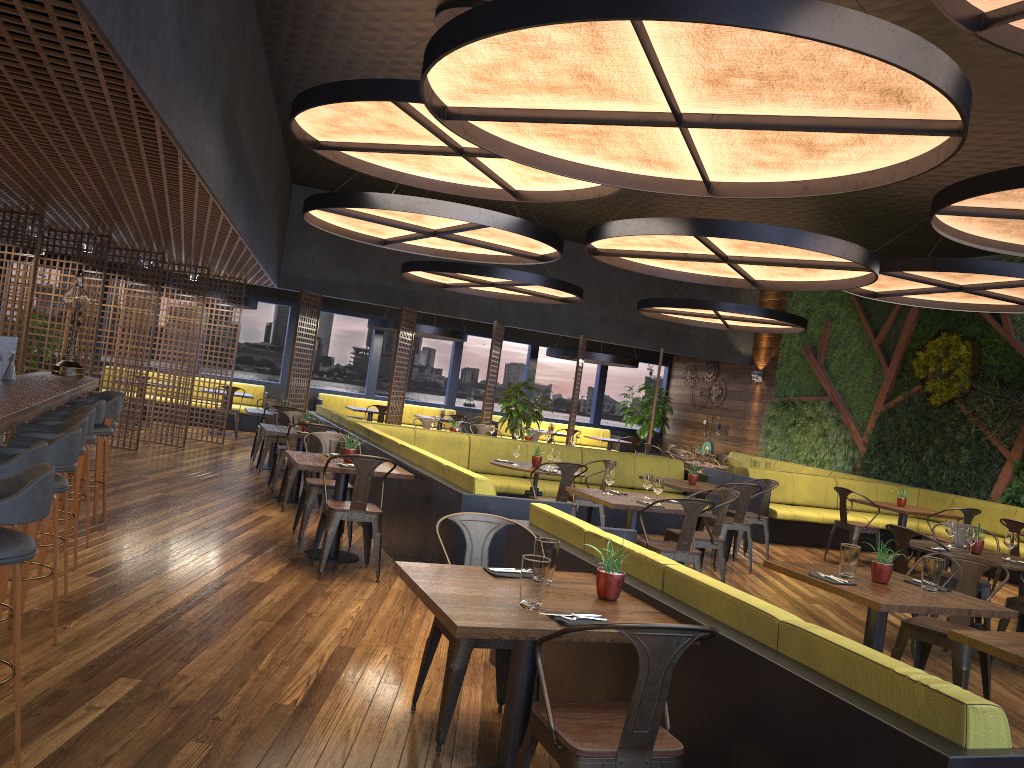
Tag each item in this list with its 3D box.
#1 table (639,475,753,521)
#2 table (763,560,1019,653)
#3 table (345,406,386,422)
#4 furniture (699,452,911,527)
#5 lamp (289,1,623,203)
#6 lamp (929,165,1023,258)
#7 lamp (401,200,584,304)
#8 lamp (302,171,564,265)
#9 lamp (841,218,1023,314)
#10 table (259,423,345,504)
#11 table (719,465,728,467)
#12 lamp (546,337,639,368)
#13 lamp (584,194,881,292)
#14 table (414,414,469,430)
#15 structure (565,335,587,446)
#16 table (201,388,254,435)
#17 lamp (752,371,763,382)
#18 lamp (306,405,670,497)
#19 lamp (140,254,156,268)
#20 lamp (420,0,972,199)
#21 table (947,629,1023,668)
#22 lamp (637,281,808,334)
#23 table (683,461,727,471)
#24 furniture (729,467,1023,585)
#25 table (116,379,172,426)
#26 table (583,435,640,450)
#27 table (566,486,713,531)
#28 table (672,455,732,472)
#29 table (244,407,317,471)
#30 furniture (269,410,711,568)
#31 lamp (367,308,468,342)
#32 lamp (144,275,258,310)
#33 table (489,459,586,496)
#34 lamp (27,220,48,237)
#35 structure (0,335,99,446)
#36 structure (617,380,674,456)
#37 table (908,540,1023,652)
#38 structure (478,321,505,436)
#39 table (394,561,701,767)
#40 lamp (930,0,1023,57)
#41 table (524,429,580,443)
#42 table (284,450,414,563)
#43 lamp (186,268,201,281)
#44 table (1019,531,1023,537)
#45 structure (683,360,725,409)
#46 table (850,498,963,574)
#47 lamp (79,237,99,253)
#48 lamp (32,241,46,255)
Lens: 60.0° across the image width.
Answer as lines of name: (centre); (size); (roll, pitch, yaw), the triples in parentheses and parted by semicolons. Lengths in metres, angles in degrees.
table: (1.958, 1.487, 9.770); (0.887, 0.763, 0.906); (8, 0, -20)
table: (1.941, 1.450, 4.750); (0.887, 0.763, 0.906); (8, 0, -20)
table: (-2.760, 0.884, 17.150); (0.887, 0.763, 0.906); (8, 0, -20)
furniture: (3.750, 1.696, 15.006); (3.378, 0.916, 4.755); (8, 0, -20)
lamp: (-0.340, -2.420, 7.316); (2.778, 1.159, 2.778); (8, 0, 30)
lamp: (4.716, -1.723, 6.626); (2.778, 1.159, 2.778); (8, -1, -43)
lamp: (-0.208, -2.180, 13.499); (2.778, 1.475, 2.778); (8, 0, -20)
lamp: (-0.740, -2.281, 9.523); (2.778, 1.475, 2.778); (8, 0, -16)
lamp: (5.288, -1.617, 10.311); (2.778, 1.159, 2.778); (8, 0, -30)
table: (-2.309, 0.894, 9.668); (0.887, 0.763, 0.906); (8, 0, -20)
table: (3.898, 1.789, 14.384); (0.887, 0.763, 0.906); (8, 0, -20)
lamp: (1.849, -1.551, 18.892); (1.979, 2.172, 1.979); (8, 0, -35)
lamp: (2.191, -1.880, 8.673); (2.778, 1.475, 2.778); (8, 0, 29)
table: (-1.460, 1.068, 17.640); (0.906, 0.763, 0.887); (8, 0, -20)
structure: (1.171, 0.449, 16.743); (0.050, 2.700, 0.852); (8, 0, 10)
table: (-5.267, 0.529, 16.213); (0.887, 0.763, 0.906); (8, 0, -20)
lamp: (4.982, -0.163, 18.128); (0.189, 0.215, 0.215); (8, 0, -20)
lamp: (-2.447, -0.096, 11.706); (9.057, 2.714, 3.017); (8, 0, -20)
lamp: (-5.264, -1.763, 12.774); (0.228, 0.172, 0.228); (8, 0, -20)
lamp: (0.991, -2.074, 4.751); (2.778, 1.475, 2.778); (8, 0, 34)
table: (2.388, 1.504, 3.535); (0.906, 0.763, 0.887); (8, 0, -20)
lamp: (3.567, -1.723, 14.821); (2.778, 1.362, 2.778); (8, 0, 34)
table: (3.032, 1.667, 14.061); (0.887, 0.763, 0.906); (8, 0, -20)
furniture: (5.344, 1.888, 10.657); (3.372, 0.914, 4.503); (8, 0, -20)
table: (-6.568, 0.345, 15.728); (0.887, 0.763, 0.906); (8, 0, -20)
table: (2.069, 1.567, 18.954); (0.887, 0.763, 0.906); (8, 0, -20)
table: (0.988, 1.336, 7.385); (0.906, 0.763, 0.887); (8, 0, -20)
table: (3.267, 1.713, 15.950); (0.887, 0.763, 0.906); (8, 0, -20)
table: (-3.244, 0.782, 12.199); (0.887, 0.763, 0.906); (8, 0, -20)
furniture: (0.270, 1.180, 10.193); (4.895, 0.914, 7.462); (8, 0, -25)
lamp: (-1.724, -2.055, 17.557); (1.979, 2.172, 1.979); (8, 0, 25)
lamp: (-5.509, -2.590, 16.143); (1.979, 2.172, 1.979); (8, 0, -14)
table: (0.214, 1.241, 9.236); (1.007, 0.760, 1.007); (8, 0, 17)
lamp: (-5.607, -1.827, 10.433); (0.228, 0.172, 0.228); (8, 0, -20)
structure: (-3.468, -0.288, 3.496); (2.700, 2.700, 9.298); (8, 0, -20)
structure: (3.119, 1.007, 20.545); (1.493, 2.184, 1.272); (8, 0, -20)
table: (3.524, 1.684, 6.830); (1.007, 0.760, 1.007); (8, 0, -33)
structure: (-0.408, 0.226, 16.153); (0.050, 2.700, 0.852); (8, 0, 10)
table: (0.042, 1.177, 3.354); (0.906, 0.763, 0.887); (8, 0, -20)
lamp: (2.819, -2.014, 2.713); (2.778, 1.159, 2.778); (8, 0, 15)
table: (0.769, 1.383, 18.473); (0.906, 0.763, 0.887); (8, 0, -20)
table: (-1.379, 1.006, 7.136); (0.887, 0.763, 0.906); (8, 0, -20)
lamp: (-5.030, -1.722, 13.988); (0.228, 0.172, 0.228); (8, 0, -20)
table: (5.790, 2.016, 9.276); (1.007, 0.760, 1.007); (8, 0, 37)
structure: (4.307, -0.002, 20.038); (0.058, 1.178, 1.791); (8, 0, -20)
table: (4.744, 1.882, 10.810); (0.887, 0.763, 0.906); (8, 0, -20)
lamp: (-5.526, -1.807, 11.580); (0.228, 0.172, 0.228); (8, 0, -20)
lamp: (-6.944, -1.994, 13.058); (0.228, 0.172, 0.228); (8, 0, -20)
